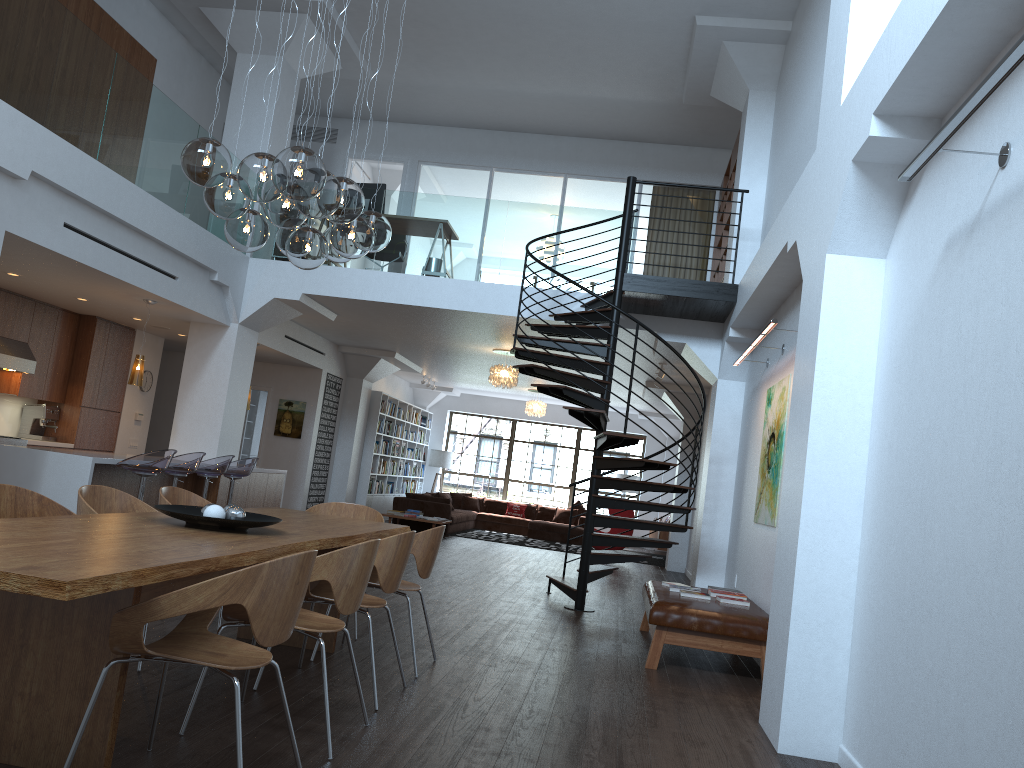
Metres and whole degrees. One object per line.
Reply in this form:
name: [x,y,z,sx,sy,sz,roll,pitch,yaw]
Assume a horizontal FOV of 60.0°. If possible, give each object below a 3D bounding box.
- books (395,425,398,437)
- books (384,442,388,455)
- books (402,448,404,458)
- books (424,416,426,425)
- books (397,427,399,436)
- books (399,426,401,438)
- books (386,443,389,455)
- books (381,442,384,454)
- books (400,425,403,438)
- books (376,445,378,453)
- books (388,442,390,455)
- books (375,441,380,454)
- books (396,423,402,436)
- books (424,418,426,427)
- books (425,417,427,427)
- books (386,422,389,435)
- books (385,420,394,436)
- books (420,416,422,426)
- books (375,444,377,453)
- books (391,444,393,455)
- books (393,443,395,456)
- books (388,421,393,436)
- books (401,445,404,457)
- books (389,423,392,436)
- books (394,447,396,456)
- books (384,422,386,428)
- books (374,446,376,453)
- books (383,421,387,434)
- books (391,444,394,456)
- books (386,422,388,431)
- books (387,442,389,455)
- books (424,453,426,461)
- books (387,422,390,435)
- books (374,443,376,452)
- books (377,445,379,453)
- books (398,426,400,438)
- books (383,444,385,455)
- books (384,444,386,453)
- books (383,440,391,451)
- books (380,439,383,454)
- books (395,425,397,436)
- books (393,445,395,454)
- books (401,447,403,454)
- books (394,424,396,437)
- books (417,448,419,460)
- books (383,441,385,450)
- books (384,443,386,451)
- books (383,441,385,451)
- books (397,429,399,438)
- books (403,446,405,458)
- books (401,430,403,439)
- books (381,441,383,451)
books: [-2.377,0.928,17.712,0.182,0.253,0.034,7,-6,8]
books: [-2.499,1.228,17.076,0.182,0.253,0.034,7,-6,8]
books: [-2.335,1.408,18.416,0.161,0.223,0.030,7,-6,8]
books: [-2.058,0.843,20.060,0.183,0.253,0.042,7,-6,8]
books: [-2.367,0.955,17.812,0.161,0.223,0.026,7,-6,8]
books: [-2.350,0.965,17.957,0.174,0.239,0.045,7,-6,8]
books: [-2.487,1.247,17.174,0.174,0.239,0.045,7,-6,8]
books: [-2.531,1.204,16.830,0.174,0.239,0.045,7,-6,8]
books: [-2.340,0.958,18.096,0.197,0.283,0.065,7,-6,8]
books: [-2.561,1.200,16.471,0.120,0.167,0.020,7,-6,8]
books: [-2.473,1.250,17.247,0.182,0.253,0.034,7,-6,8]
books: [-2.557,1.177,16.560,0.140,0.231,0.042,7,-6,8]
books: [-2.343,0.948,18.036,0.176,0.290,0.053,7,-6,8]
books: [-2.053,0.848,20.103,0.183,0.253,0.042,7,-6,8]
books: [-2.043,0.858,20.189,0.183,0.253,0.042,7,-6,8]
books: [-2.473,0.847,17.028,0.171,0.246,0.039,7,-6,8]
books: [-2.423,0.868,17.376,0.176,0.291,0.053,7,-6,8]
books: [-2.092,0.813,19.682,0.161,0.223,0.032,7,-6,8]
books: [-2.571,1.190,16.417,0.109,0.171,0.018,7,-6,8]
books: [-2.447,1.298,17.534,0.161,0.223,0.032,7,-6,8]
books: [-2.435,1.301,17.691,0.183,0.253,0.042,7,-6,8]
books: [-2.446,0.863,17.327,0.198,0.284,0.049,7,-6,8]
books: [-2.346,1.384,18.348,0.174,0.251,0.051,7,-6,8]
books: [-2.444,0.873,17.210,0.174,0.240,0.054,7,-6,8]
books: [-2.413,1.341,17.806,0.161,0.207,0.135,7,-6,7]
books: [-2.504,0.822,16.775,0.174,0.236,0.142,7,-6,8]
books: [-2.582,1.178,16.347,0.128,0.178,0.021,7,-6,8]
books: [-2.491,0.823,16.865,0.183,0.253,0.042,7,-6,8]
books: [-2.440,1.295,17.578,0.174,0.240,0.054,7,-6,8]
books: [-2.480,0.840,16.990,0.160,0.251,0.039,7,-6,8]
books: [-2.488,1.244,17.215,0.182,0.253,0.034,7,-6,8]
books: [-2.090,1.663,20.470,0.182,0.215,0.188,7,-6,8]
books: [-2.467,0.852,17.101,0.183,0.253,0.042,7,-6,8]
books: [-2.583,1.176,16.326,0.128,0.178,0.022,7,-6,8]
books: [-2.549,1.206,16.520,0.107,0.167,0.017,7,-6,8]
books: [-2.359,0.955,17.907,0.170,0.245,0.057,7,-6,8]
books: [-2.515,1.227,16.946,0.161,0.223,0.027,7,-6,8]
books: [-2.518,1.229,17.007,0.167,0.230,0.037,7,-6,8]
books: [-2.473,1.238,17.312,0.176,0.294,0.102,7,-6,8]
books: [-2.555,1.165,16.698,0.197,0.283,0.065,7,-6,8]
books: [-2.388,0.923,17.612,0.174,0.239,0.045,7,-6,8]
books: [-2.427,1.313,17.651,0.161,0.223,0.032,7,-6,8]
books: [-2.353,1.394,18.307,0.161,0.223,0.030,7,-6,8]
books: [-2.392,0.908,17.540,0.182,0.253,0.034,7,-6,8]
books: [-2.177,1.561,19.832,0.180,0.259,0.042,7,-6,8]
books: [-2.528,1.207,16.882,0.170,0.245,0.057,7,-6,8]
books: [-2.514,1.230,16.973,0.161,0.223,0.026,7,-6,8]
books: [-2.524,1.210,16.923,0.159,0.250,0.026,7,-6,8]
books: [-2.362,0.959,17.838,0.161,0.223,0.027,7,-6,8]
books: [-2.332,1.408,18.520,0.171,0.246,0.036,7,-6,8]
books: [-2.319,0.985,18.164,0.159,0.250,0.026,7,-6,8]
books: [-2.543,1.170,16.758,0.176,0.290,0.053,7,-6,8]
